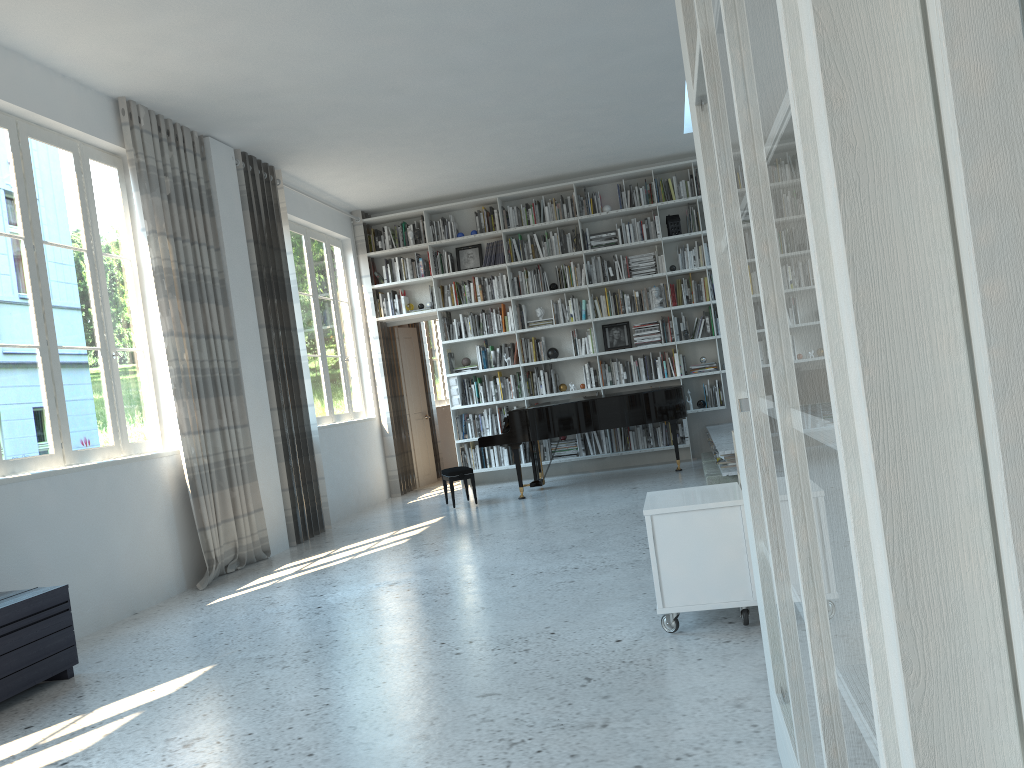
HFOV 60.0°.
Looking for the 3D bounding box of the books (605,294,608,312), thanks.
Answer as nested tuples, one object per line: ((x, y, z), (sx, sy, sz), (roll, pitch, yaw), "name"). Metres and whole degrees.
((1.040, -0.863, 9.674), (0.010, 0.284, 0.136), (-8, 0, 10), "books")

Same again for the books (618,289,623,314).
((1.183, -0.883, 9.627), (0.013, 0.284, 0.176), (-8, 0, 10), "books")

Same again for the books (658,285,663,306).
((1.606, -0.930, 9.552), (0.025, 0.259, 0.130), (-8, 0, 10), "books")

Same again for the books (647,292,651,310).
((1.486, -0.886, 9.585), (0.022, 0.206, 0.114), (-8, 0, 10), "books")

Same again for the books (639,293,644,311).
((1.398, -0.871, 9.578), (0.029, 0.200, 0.178), (-8, 0, 10), "books")

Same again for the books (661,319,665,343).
((1.625, -0.562, 9.553), (0.011, 0.261, 0.184), (-8, 0, 10), "books")

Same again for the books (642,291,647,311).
((1.438, -0.891, 9.596), (0.025, 0.230, 0.143), (-8, 0, 10), "books")

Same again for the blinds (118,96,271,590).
((-2.200, -0.289, 6.209), (0.183, 3.261, 1.025), (-8, 0, 10), "blinds")

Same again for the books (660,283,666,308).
((1.631, -0.943, 9.558), (0.025, 0.279, 0.108), (-8, 0, 10), "books")

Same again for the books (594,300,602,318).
((0.943, -0.811, 9.666), (0.053, 0.208, 0.156), (-8, 0, 10), "books")

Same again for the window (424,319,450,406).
((-1.205, -0.659, 12.777), (0.073, 2.009, 1.982), (-8, 0, 10), "window")

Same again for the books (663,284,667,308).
((1.647, -0.939, 9.538), (0.014, 0.266, 0.153), (-8, 0, 10), "books")

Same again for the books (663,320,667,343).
((1.650, -0.563, 9.560), (0.013, 0.256, 0.162), (-8, 0, 10), "books")

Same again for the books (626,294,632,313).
((1.270, -0.860, 9.612), (0.030, 0.215, 0.168), (-8, 0, 10), "books")

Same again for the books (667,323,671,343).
((1.692, -0.549, 9.557), (0.021, 0.217, 0.132), (-8, 0, 10), "books")

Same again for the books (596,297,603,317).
((0.961, -0.830, 9.674), (0.042, 0.242, 0.162), (-8, 0, 10), "books")

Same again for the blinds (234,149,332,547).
((-1.961, -0.294, 7.520), (0.140, 3.231, 0.776), (-8, 0, 10), "blinds")

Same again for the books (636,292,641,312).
((1.367, -0.878, 9.581), (0.029, 0.224, 0.185), (-8, 0, 10), "books")

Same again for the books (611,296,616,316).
((1.107, -0.844, 9.656), (0.024, 0.228, 0.147), (-8, 0, 10), "books")

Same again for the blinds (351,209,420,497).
((-1.456, -0.345, 10.265), (0.140, 3.231, 0.776), (-8, 0, 10), "blinds")

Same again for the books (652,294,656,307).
((1.535, -0.890, 9.567), (0.035, 0.201, 0.149), (-8, 0, 10), "books")

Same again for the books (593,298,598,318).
((0.914, -0.820, 9.696), (0.011, 0.235, 0.141), (-8, 0, 10), "books")

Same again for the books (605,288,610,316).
((1.042, -0.880, 9.629), (0.014, 0.317, 0.188), (-8, 0, 10), "books")

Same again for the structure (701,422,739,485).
((3.115, 0.315, 7.867), (2.900, 0.659, 3.111), (-8, 0, 11), "structure")

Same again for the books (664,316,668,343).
((1.659, -0.580, 9.557), (0.011, 0.288, 0.152), (-8, 0, 10), "books")

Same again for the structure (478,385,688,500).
((0.765, 0.551, 8.616), (1.919, 0.833, 1.334), (-8, 0, 11), "structure")

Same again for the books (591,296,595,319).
((0.890, -0.827, 9.692), (0.012, 0.254, 0.161), (-8, 0, 10), "books")

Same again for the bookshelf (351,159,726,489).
((1.508, -0.694, 9.515), (6.299, 3.142, 0.330), (-8, 0, 11), "bookshelf")

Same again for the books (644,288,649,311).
((1.457, -0.908, 9.573), (0.025, 0.258, 0.150), (-8, 0, 10), "books")

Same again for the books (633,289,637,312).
((1.338, -0.892, 9.601), (0.014, 0.258, 0.161), (-8, 0, 10), "books")

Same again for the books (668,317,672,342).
((1.700, -0.582, 9.537), (0.011, 0.279, 0.186), (-8, 0, 10), "books")

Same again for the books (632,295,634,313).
((1.312, -0.858, 9.617), (0.050, 0.199, 0.145), (-8, 0, 10), "books")

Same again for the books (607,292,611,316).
((1.059, -0.857, 9.626), (0.015, 0.266, 0.189), (-8, 0, 10), "books")

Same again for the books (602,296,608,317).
((1.022, -0.838, 9.666), (0.029, 0.240, 0.155), (-8, 0, 10), "books")

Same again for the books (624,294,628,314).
((1.243, -0.857, 9.616), (0.024, 0.216, 0.175), (-8, 0, 10), "books")

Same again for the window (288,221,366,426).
((-1.922, -0.587, 8.876), (0.073, 2.009, 1.982), (-8, 0, 10), "window")

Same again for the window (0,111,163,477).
((-17.273, -5.819, 17.024), (32.817, 18.541, 18.522), (-8, 0, 14), "window")

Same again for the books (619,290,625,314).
((1.201, -0.877, 9.609), (0.028, 0.268, 0.189), (-8, 0, 10), "books")

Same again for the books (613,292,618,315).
((1.132, -0.863, 9.657), (0.028, 0.259, 0.134), (-8, 0, 10), "books")

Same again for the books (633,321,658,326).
((1.446, -0.655, 9.587), (0.254, 0.012, 0.161), (-8, 0, 15), "books")

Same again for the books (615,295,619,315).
((1.150, -0.850, 9.633), (0.012, 0.228, 0.169), (-8, 0, 10), "books")

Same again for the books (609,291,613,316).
((1.083, -0.867, 9.636), (0.010, 0.281, 0.170), (-8, 0, 10), "books")

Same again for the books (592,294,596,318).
((0.901, -0.842, 9.699), (0.010, 0.282, 0.140), (-8, 0, 10), "books")

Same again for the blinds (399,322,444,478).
((-1.243, -0.366, 11.423), (0.140, 3.231, 0.776), (-8, 0, 10), "blinds")

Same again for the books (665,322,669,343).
((1.675, -0.554, 9.561), (0.013, 0.232, 0.134), (-8, 0, 10), "books")

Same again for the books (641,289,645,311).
((1.413, -0.895, 9.563), (0.012, 0.245, 0.186), (-8, 0, 10), "books")

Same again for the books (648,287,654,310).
((1.503, -0.915, 9.574), (0.024, 0.259, 0.126), (-8, 0, 10), "books")

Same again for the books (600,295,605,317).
((0.995, -0.838, 9.676), (0.026, 0.248, 0.139), (-8, 0, 10), "books")

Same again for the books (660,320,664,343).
((1.615, -0.557, 9.558), (0.012, 0.254, 0.161), (-8, 0, 10), "books")

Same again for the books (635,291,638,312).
((1.350, -0.881, 9.595), (0.010, 0.234, 0.174), (-8, 0, 10), "books")

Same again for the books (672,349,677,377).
((1.753, -0.230, 9.552), (0.011, 0.300, 0.149), (-8, 0, 10), "books")

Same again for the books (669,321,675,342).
((1.724, -0.560, 9.523), (0.034, 0.229, 0.199), (-8, 0, 10), "books")

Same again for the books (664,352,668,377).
((1.668, -0.210, 9.578), (0.010, 0.284, 0.132), (-8, 0, 10), "books")

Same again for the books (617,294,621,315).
((1.169, -0.856, 9.637), (0.025, 0.236, 0.137), (-8, 0, 10), "books")

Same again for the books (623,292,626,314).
((1.226, -0.872, 9.632), (0.011, 0.251, 0.130), (-8, 0, 10), "books")

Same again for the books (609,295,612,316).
((1.079, -0.848, 9.656), (0.010, 0.245, 0.149), (-8, 0, 10), "books")

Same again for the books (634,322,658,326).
((1.448, -0.643, 9.589), (0.254, 0.012, 0.161), (-8, 0, 8), "books")

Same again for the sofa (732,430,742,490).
((1.990, 0.327, 3.277), (2.195, 0.854, 0.871), (-8, 0, 11), "sofa")
